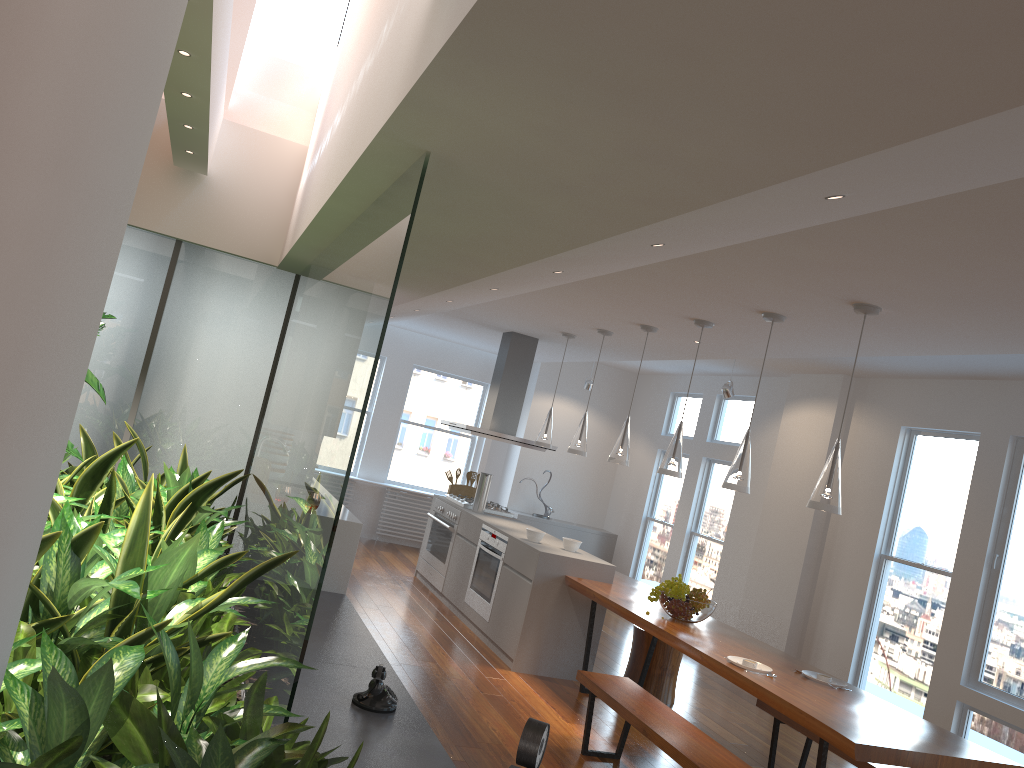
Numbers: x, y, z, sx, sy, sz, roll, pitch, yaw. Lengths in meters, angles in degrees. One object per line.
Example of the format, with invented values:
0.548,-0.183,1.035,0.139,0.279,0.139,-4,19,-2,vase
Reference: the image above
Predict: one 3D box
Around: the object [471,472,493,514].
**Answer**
-0.259,0.980,7.957,0.120,0.356,0.172,11,-4,29,object

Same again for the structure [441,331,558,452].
0.008,-0.146,8.488,0.909,1.405,0.900,15,-4,-19,structure

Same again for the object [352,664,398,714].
-0.540,1.194,3.505,0.181,0.155,0.216,11,-5,36,object

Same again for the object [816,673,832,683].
1.577,1.489,4.481,0.079,0.030,0.070,12,-4,24,object

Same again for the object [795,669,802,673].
1.526,1.494,4.594,0.149,0.014,0.044,15,-4,-18,object

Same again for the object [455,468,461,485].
-0.556,0.985,8.822,0.055,0.299,0.027,15,-4,-19,object

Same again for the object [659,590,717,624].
1.047,1.362,5.376,0.360,0.159,0.360,11,-4,34,object

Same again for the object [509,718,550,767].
0.060,1.023,1.893,0.318,0.565,0.134,12,-4,17,object

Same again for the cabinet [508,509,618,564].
0.517,1.999,10.568,1.309,0.725,0.420,15,-4,-19,cabinet

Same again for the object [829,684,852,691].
1.623,1.499,4.385,0.158,0.017,0.019,15,-4,-24,object

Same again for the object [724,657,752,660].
1.144,1.391,4.491,0.158,0.017,0.019,14,-4,-14,object

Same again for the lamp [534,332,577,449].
0.384,0.020,7.591,0.160,1.060,0.160,13,-4,8,lamp

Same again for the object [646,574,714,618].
1.034,1.295,5.386,0.292,0.284,0.394,11,-5,35,object

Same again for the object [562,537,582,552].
0.438,1.196,6.573,0.152,0.082,0.152,11,-4,32,object

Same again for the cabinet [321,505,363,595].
-1.903,0.436,7.509,0.676,2.280,4.565,15,-4,-19,cabinet

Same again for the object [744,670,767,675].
1.195,1.398,4.288,0.164,0.006,0.017,14,-4,-14,object

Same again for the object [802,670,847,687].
1.576,1.495,4.480,0.222,0.020,0.222,15,-4,-27,object

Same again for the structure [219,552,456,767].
-1.765,1.137,2.888,3.088,0.386,5.584,15,-4,-19,structure

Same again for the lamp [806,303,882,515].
1.580,0.080,4.180,0.160,1.060,0.160,13,-4,8,lamp

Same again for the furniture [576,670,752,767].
0.695,1.802,4.213,0.316,0.389,1.433,15,-4,-19,furniture

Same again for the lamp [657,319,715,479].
1.101,0.056,5.545,0.160,1.060,0.160,13,-4,8,lamp

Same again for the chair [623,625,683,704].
1.011,1.986,6.316,0.396,0.455,0.402,16,-4,-29,chair

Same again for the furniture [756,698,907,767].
1.786,2.089,4.600,0.316,0.389,1.433,15,-4,-19,furniture

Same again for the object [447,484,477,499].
-0.463,1.091,8.846,0.353,0.157,0.084,15,-4,-19,object

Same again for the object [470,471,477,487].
-0.409,1.023,8.853,0.057,0.299,0.019,15,-4,-19,object

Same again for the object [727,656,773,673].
1.174,1.392,4.388,0.222,0.020,0.222,12,-4,21,object

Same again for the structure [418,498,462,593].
-0.447,1.547,8.375,0.649,0.735,0.890,15,-4,-19,structure

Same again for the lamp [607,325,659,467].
0.862,0.044,6.227,0.160,1.060,0.160,13,-4,8,lamp

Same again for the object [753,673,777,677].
1.205,1.394,4.257,0.149,0.014,0.044,15,-4,-20,object

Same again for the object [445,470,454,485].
-0.593,0.993,8.807,0.199,0.259,0.016,14,-4,-9,object

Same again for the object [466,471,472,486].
-0.447,1.014,8.860,0.061,0.299,0.040,15,-4,-21,object

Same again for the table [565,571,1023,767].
0.637,1.762,6.316,0.893,0.704,5.996,15,-4,-19,table

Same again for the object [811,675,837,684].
1.575,1.499,4.480,0.124,0.011,0.124,16,-5,-37,object

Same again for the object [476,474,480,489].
-0.352,1.039,8.876,0.068,0.298,0.039,15,-4,-19,object

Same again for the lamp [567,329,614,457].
0.623,0.032,6.909,0.160,1.060,0.160,13,-4,8,lamp

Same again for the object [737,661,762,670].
1.173,1.396,4.388,0.124,0.011,0.124,13,-4,2,object

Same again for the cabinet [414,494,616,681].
-0.116,1.597,7.529,0.597,0.832,2.936,15,-4,-19,cabinet

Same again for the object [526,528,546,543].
0.169,1.134,6.608,0.152,0.082,0.152,12,-4,20,object

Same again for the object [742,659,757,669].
1.176,1.386,4.389,0.079,0.030,0.070,11,-4,34,object

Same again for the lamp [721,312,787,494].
1.340,0.068,4.862,0.160,1.060,0.160,13,-4,8,lamp

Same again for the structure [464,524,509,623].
-0.197,1.469,6.965,0.072,0.648,0.644,15,-4,-19,structure

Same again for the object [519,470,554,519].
0.330,1.281,10.444,0.210,0.563,0.590,10,-5,42,object

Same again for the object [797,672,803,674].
1.536,1.499,4.574,0.164,0.006,0.017,15,-4,-24,object

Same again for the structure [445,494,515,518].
-0.313,1.144,8.427,0.520,0.073,0.650,15,-4,-19,structure
